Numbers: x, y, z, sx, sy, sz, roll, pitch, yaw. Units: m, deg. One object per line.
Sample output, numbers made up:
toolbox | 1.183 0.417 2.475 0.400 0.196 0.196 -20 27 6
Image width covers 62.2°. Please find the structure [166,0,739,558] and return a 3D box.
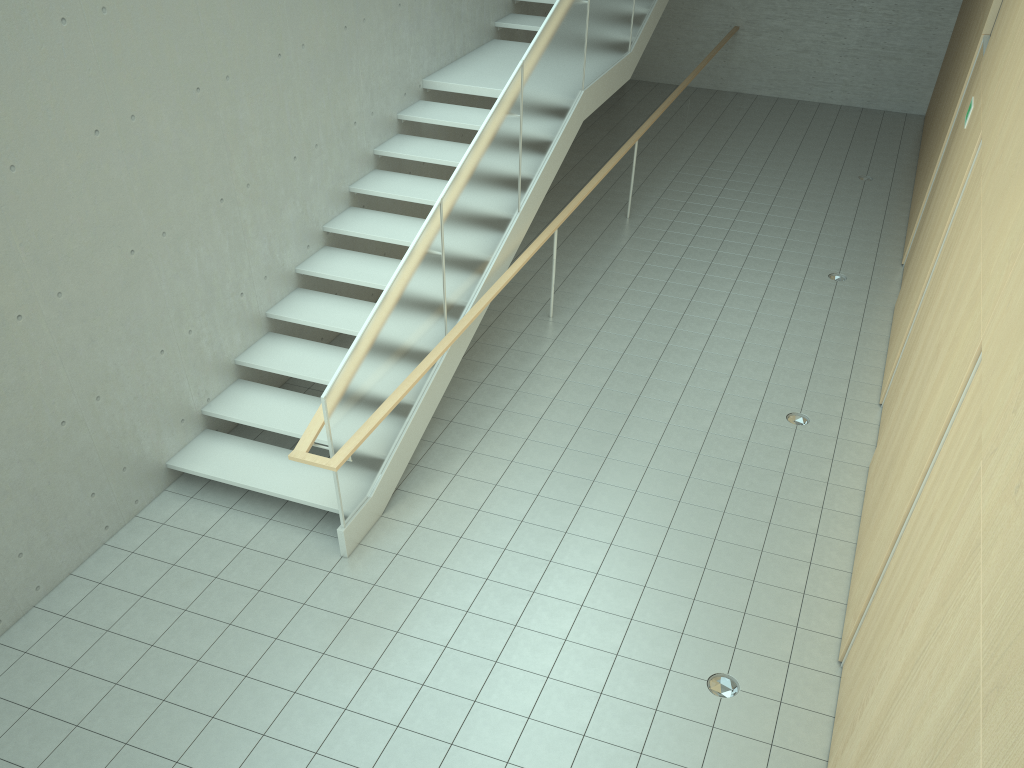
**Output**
structure | 0.379 -3.585 8.423 1.846 4.954 11.026 16 39 18
